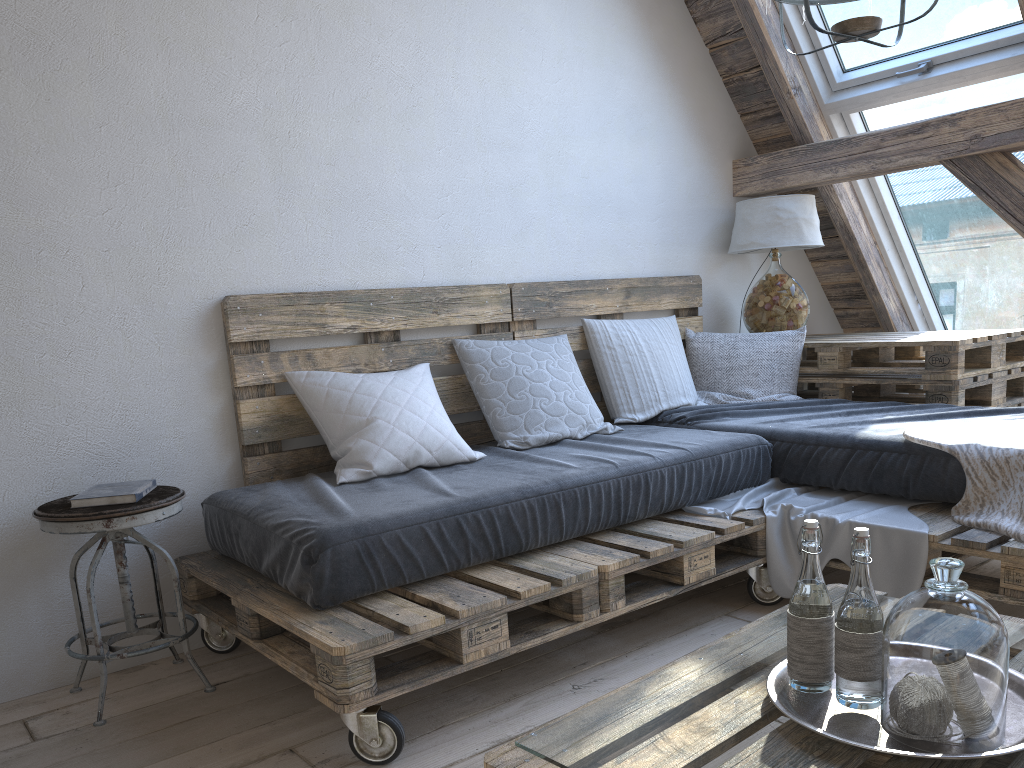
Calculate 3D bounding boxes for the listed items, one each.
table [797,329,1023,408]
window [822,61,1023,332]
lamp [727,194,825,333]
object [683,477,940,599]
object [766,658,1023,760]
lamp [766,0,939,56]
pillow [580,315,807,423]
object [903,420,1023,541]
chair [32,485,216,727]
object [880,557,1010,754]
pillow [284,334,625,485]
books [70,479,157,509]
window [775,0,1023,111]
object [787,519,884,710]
[{"bbox_3d":[1.539,0.154,3.750,0.667,0.716,1.009,-10,9,-37],"label":"table"},{"bbox_3d":[1.965,-0.587,3.634,1.084,1.304,0.847,-10,11,-37],"label":"window"},{"bbox_3d":[0.958,-0.119,3.898,0.820,1.312,0.382,3,13,37],"label":"lamp"},{"bbox_3d":[0.912,0.456,2.629,0.706,0.283,0.497,0,8,36],"label":"object"},{"bbox_3d":[0.583,0.466,1.308,0.393,0.022,0.389,-5,5,-18],"label":"object"},{"bbox_3d":[0.730,-1.537,1.839,0.400,1.550,0.398,-3,11,4],"label":"lamp"},{"bbox_3d":[0.717,-0.089,3.473,0.963,0.408,0.381,-6,9,-21],"label":"pillow"},{"bbox_3d":[1.590,0.362,2.175,0.809,0.483,0.992,-5,6,-8],"label":"object"},{"bbox_3d":[-0.983,0.541,2.244,0.350,0.532,0.350,-10,11,-33],"label":"chair"},{"bbox_3d":[0.589,0.357,1.200,0.156,0.252,0.152,0,10,21],"label":"object"},{"bbox_3d":[-0.126,0.038,2.798,1.117,0.362,0.348,-8,9,-37],"label":"pillow"},{"bbox_3d":[-0.982,0.270,2.178,0.149,0.022,0.201,-5,5,-9],"label":"books"},{"bbox_3d":[1.104,-1.676,2.801,1.084,1.304,0.847,-10,11,-37],"label":"window"},{"bbox_3d":[0.487,0.342,1.327,0.070,0.273,0.152,-12,13,-37],"label":"object"}]
